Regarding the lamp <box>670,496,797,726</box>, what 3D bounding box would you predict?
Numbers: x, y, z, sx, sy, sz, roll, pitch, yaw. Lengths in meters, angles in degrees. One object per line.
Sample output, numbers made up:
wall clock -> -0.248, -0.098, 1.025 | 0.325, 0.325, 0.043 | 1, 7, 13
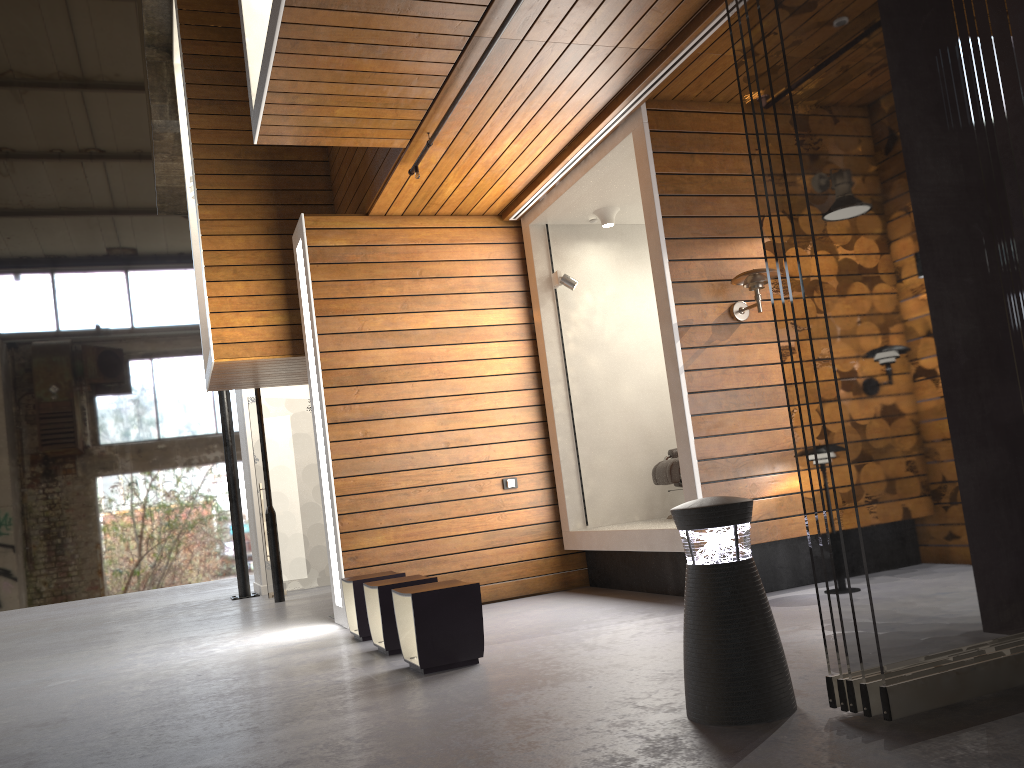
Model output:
lamp -> 0.698, 0.715, 2.896 | 0.347, 0.693, 0.350 | -6, -5, -16

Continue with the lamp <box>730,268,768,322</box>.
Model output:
lamp -> 1.436, -0.542, 5.256 | 0.287, 0.270, 0.353 | -5, -7, -21

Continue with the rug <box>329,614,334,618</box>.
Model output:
rug -> -0.721, 1.840, 7.473 | 1.575, 0.014, 0.544 | -4, -8, -21

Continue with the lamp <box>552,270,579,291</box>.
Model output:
lamp -> 0.403, -0.809, 6.958 | 0.250, 0.187, 0.129 | -12, -7, 37

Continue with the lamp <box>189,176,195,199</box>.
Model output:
lamp -> -2.882, -2.537, 8.433 | 0.514, 1.767, 0.487 | -10, -6, 32

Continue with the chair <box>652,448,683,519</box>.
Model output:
chair -> 1.505, 0.454, 6.767 | 0.824, 1.067, 0.759 | -7, -6, -6

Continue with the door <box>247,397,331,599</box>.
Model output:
door -> -2.548, 1.310, 10.612 | 0.147, 2.295, 1.286 | -10, -6, 31

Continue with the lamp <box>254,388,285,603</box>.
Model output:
lamp -> -2.665, 0.958, 9.600 | 0.631, 2.936, 0.631 | -9, -5, 19
